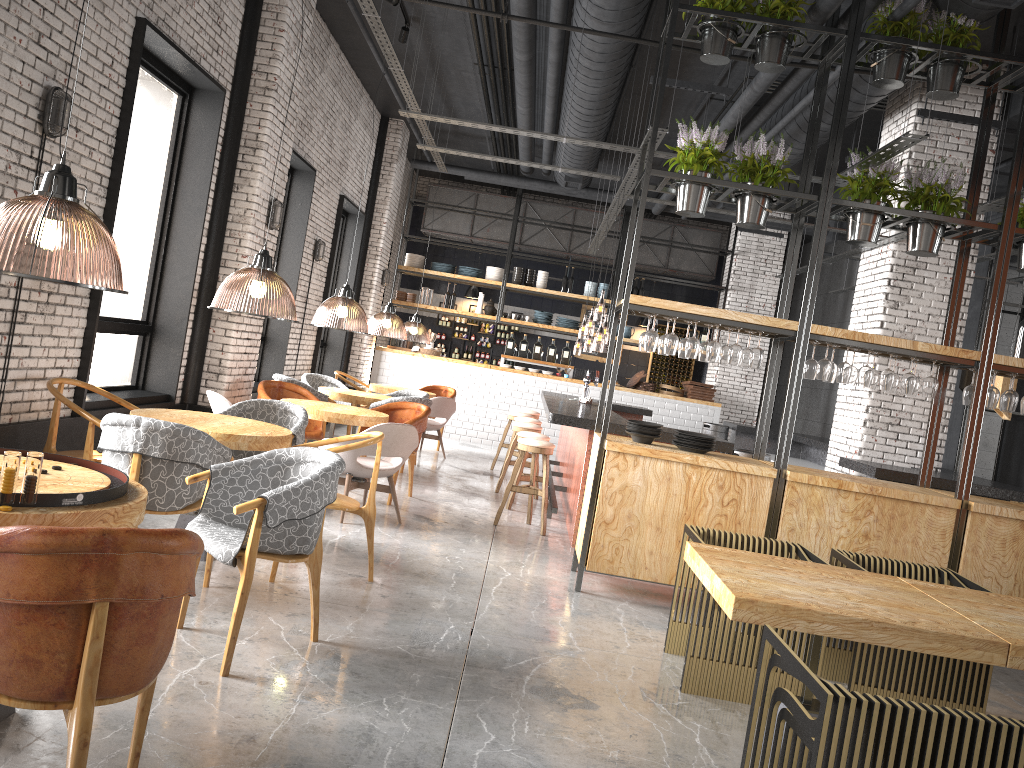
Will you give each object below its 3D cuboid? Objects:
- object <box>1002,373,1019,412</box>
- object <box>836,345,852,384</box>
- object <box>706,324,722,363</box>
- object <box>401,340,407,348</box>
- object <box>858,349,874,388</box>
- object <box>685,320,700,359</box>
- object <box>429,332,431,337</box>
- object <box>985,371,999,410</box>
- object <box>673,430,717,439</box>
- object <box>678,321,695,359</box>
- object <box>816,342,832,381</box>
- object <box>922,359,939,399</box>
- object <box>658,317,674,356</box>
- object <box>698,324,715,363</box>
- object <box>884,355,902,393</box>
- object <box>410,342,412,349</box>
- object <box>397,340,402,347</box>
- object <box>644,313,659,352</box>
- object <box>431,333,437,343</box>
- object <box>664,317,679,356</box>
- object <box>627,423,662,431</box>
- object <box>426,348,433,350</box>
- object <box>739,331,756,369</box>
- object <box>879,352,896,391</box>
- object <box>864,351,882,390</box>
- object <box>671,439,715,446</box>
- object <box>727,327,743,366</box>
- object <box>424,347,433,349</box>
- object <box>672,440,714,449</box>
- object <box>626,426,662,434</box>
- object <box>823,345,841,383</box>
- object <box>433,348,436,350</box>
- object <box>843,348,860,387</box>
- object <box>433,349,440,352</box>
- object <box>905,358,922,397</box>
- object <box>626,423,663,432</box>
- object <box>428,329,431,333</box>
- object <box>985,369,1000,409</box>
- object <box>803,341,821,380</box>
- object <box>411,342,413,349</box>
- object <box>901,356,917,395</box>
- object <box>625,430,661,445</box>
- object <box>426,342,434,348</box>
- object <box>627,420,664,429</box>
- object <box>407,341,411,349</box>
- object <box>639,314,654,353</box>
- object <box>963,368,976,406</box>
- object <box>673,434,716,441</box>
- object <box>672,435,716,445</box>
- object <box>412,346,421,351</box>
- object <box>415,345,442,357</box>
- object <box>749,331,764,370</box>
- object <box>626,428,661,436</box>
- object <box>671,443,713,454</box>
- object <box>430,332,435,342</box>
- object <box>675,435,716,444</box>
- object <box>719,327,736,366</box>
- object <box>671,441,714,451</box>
[{"bbox_3d":[3.399,0.051,6.032,0.101,0.267,0.101,10,1,38],"label":"object"},{"bbox_3d":[2.278,-0.136,6.056,0.101,0.267,0.101,10,1,15],"label":"object"},{"bbox_3d":[1.391,-0.285,6.075,0.101,0.267,0.101,9,1,-35],"label":"object"},{"bbox_3d":[-1.824,-0.765,15.094,0.070,0.368,0.107,9,1,0],"label":"object"},{"bbox_3d":[2.424,-0.112,6.053,0.101,0.267,0.101,10,1,15],"label":"object"},{"bbox_3d":[1.246,-0.309,6.079,0.101,0.267,0.101,9,1,-35],"label":"object"},{"bbox_3d":[-1.437,-0.715,15.184,0.087,0.356,0.026,10,1,24],"label":"object"},{"bbox_3d":[3.405,0.044,6.319,0.101,0.267,0.101,10,1,38],"label":"object"},{"bbox_3d":[1.277,0.367,6.203,0.305,0.039,0.306,9,2,-16],"label":"object"},{"bbox_3d":[1.252,-0.316,6.365,0.101,0.267,0.101,9,1,-35],"label":"object"},{"bbox_3d":[2.142,-0.159,6.059,0.101,0.267,0.101,10,1,15],"label":"object"},{"bbox_3d":[2.860,-0.039,6.044,0.101,0.267,0.101,10,1,15],"label":"object"},{"bbox_3d":[1.107,-0.340,6.368,0.101,0.267,0.101,9,1,-35],"label":"object"},{"bbox_3d":[1.398,-0.292,6.362,0.101,0.267,0.101,9,1,-35],"label":"object"},{"bbox_3d":[2.721,-0.070,6.333,0.101,0.267,0.101,10,1,15],"label":"object"},{"bbox_3d":[-1.752,-0.682,15.257,0.056,0.249,0.056,9,1,-37],"label":"object"},{"bbox_3d":[-1.889,-0.776,15.095,0.070,0.368,0.107,9,1,0],"label":"object"},{"bbox_3d":[0.964,-0.356,6.085,0.101,0.267,0.101,9,1,-35],"label":"object"},{"bbox_3d":[-1.363,-0.694,15.162,0.124,0.358,0.076,10,1,17],"label":"object"},{"bbox_3d":[1.101,-0.333,6.082,0.101,0.267,0.101,9,1,-35],"label":"object"},{"bbox_3d":[0.926,0.329,6.228,0.257,0.072,0.257,9,2,1],"label":"object"},{"bbox_3d":[-1.414,-0.563,14.936,0.160,0.075,0.161,9,2,-21],"label":"object"},{"bbox_3d":[1.688,-0.243,6.355,0.101,0.267,0.101,10,1,32],"label":"object"},{"bbox_3d":[2.569,-0.087,6.050,0.101,0.267,0.101,10,1,15],"label":"object"},{"bbox_3d":[2.575,-0.095,6.336,0.101,0.267,0.101,10,1,15],"label":"object"},{"bbox_3d":[1.265,0.422,6.202,0.305,0.046,0.306,8,2,-41],"label":"object"},{"bbox_3d":[1.537,-0.260,6.072,0.101,0.267,0.101,9,1,-35],"label":"object"},{"bbox_3d":[-1.409,-0.581,14.937,0.160,0.078,0.161,9,1,-21],"label":"object"},{"bbox_3d":[1.265,0.430,6.202,0.306,0.044,0.306,10,2,2],"label":"object"},{"bbox_3d":[0.922,0.351,6.229,0.257,0.075,0.256,10,2,27],"label":"object"},{"bbox_3d":[2.285,-0.143,6.343,0.101,0.267,0.101,10,1,15],"label":"object"},{"bbox_3d":[-1.305,-0.567,15.060,0.160,0.078,0.160,8,2,-36],"label":"object"},{"bbox_3d":[2.430,-0.119,6.339,0.101,0.267,0.101,10,1,15],"label":"object"},{"bbox_3d":[-1.306,-0.548,15.059,0.160,0.075,0.161,8,2,-36],"label":"object"},{"bbox_3d":[2.866,-0.046,6.330,0.101,0.267,0.101,10,1,15],"label":"object"},{"bbox_3d":[0.925,0.334,6.228,0.257,0.072,0.257,9,2,-27],"label":"object"},{"bbox_3d":[-1.416,-0.798,15.212,0.090,0.289,0.017,10,1,38],"label":"object"},{"bbox_3d":[3.272,0.030,6.035,0.101,0.267,0.101,10,1,38],"label":"object"},{"bbox_3d":[2.148,-0.166,6.345,0.101,0.267,0.101,10,1,15],"label":"object"},{"bbox_3d":[-1.750,-0.685,15.344,0.056,0.249,0.056,9,1,-37],"label":"object"},{"bbox_3d":[2.714,-0.063,6.047,0.101,0.267,0.101,10,1,15],"label":"object"},{"bbox_3d":[0.917,0.382,6.228,0.257,0.067,0.257,9,2,-7],"label":"object"},{"bbox_3d":[-1.411,-0.611,15.165,0.129,0.204,0.129,10,1,37],"label":"object"},{"bbox_3d":[0.931,0.304,6.228,0.257,0.076,0.256,11,2,38],"label":"object"},{"bbox_3d":[-1.755,-0.678,15.083,0.056,0.249,0.056,9,1,-37],"label":"object"},{"bbox_3d":[0.971,-0.363,6.371,0.101,0.267,0.101,9,1,-35],"label":"object"},{"bbox_3d":[3.279,0.023,6.321,0.101,0.267,0.101,10,1,38],"label":"object"},{"bbox_3d":[1.273,0.381,6.203,0.306,0.048,0.305,10,2,26],"label":"object"},{"bbox_3d":[1.269,0.407,6.202,0.305,0.042,0.306,8,2,-42],"label":"object"},{"bbox_3d":[-1.552,-0.581,14.996,0.187,0.111,0.283,10,2,38],"label":"object"},{"bbox_3d":[-1.424,-0.560,15.043,0.436,0.156,0.420,9,2,-26],"label":"object"},{"bbox_3d":[1.682,-0.236,6.069,0.101,0.267,0.101,10,1,32],"label":"object"},{"bbox_3d":[0.920,0.358,6.229,0.257,0.075,0.257,9,2,1],"label":"object"},{"bbox_3d":[1.261,0.456,6.202,0.306,0.035,0.305,11,2,39],"label":"object"},{"bbox_3d":[-1.384,-0.700,15.115,0.033,0.370,0.137,9,1,-33],"label":"object"},{"bbox_3d":[1.272,0.393,6.202,0.306,0.037,0.306,10,2,2],"label":"object"},{"bbox_3d":[1.543,-0.267,6.358,0.101,0.267,0.101,9,1,-35],"label":"object"},{"bbox_3d":[1.262,0.445,6.201,0.306,0.041,0.305,10,2,18],"label":"object"}]
